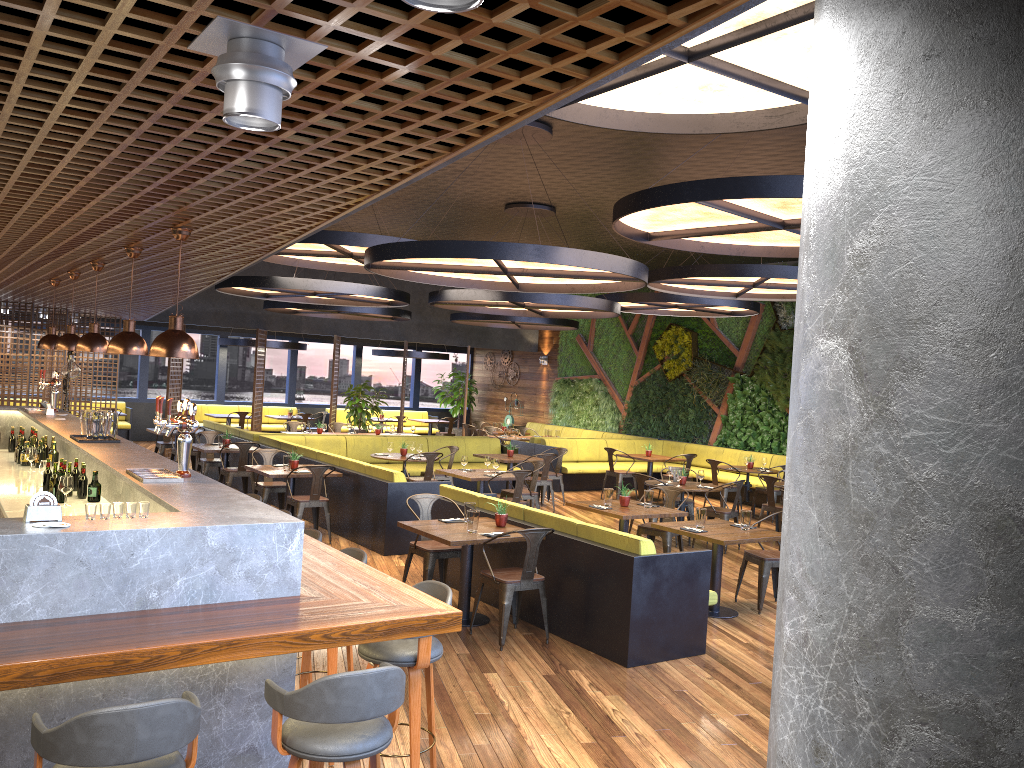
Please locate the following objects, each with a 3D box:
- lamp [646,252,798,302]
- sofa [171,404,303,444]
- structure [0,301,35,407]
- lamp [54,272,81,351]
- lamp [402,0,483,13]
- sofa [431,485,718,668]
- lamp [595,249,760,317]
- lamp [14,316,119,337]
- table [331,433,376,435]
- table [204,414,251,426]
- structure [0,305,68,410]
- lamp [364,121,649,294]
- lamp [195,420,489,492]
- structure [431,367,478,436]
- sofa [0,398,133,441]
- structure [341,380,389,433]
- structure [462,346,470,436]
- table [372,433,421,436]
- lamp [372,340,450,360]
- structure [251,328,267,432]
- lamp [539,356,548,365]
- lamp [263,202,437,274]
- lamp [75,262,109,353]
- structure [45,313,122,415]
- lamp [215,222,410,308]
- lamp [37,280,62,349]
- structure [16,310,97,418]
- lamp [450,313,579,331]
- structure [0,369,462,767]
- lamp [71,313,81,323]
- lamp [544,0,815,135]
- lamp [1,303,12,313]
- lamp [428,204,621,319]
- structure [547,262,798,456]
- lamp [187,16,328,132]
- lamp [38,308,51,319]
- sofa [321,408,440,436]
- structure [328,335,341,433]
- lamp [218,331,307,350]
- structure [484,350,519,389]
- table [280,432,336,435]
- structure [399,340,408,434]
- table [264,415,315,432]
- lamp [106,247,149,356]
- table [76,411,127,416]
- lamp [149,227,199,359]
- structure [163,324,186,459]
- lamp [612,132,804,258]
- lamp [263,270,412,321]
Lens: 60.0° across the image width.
[{"bbox_3d":[3.167,-1.792,11.493,2.778,1.159,2.778,4,1,33],"label":"lamp"},{"bbox_3d":[-6.583,0.995,21.529,3.061,0.914,0.966,3,1,-34],"label":"sofa"},{"bbox_3d":[-7.930,0.094,13.300,1.319,2.700,0.050,3,1,-4],"label":"structure"},{"bbox_3d":[-3.789,-0.624,7.636,0.250,0.673,0.250,3,1,-2],"label":"lamp"},{"bbox_3d":[-0.091,-0.602,1.177,0.228,0.172,0.228,3,1,-34],"label":"lamp"},{"bbox_3d":[0.394,1.541,7.897,0.966,0.914,3.061,3,1,-34],"label":"sofa"},{"bbox_3d":[2.846,-1.845,15.210,2.778,1.159,2.778,3,1,-44],"label":"lamp"},{"bbox_3d":[-9.075,-2.112,18.268,1.979,2.172,1.979,3,1,-28],"label":"lamp"},{"bbox_3d":[-2.903,1.338,16.680,0.906,0.763,0.887,3,1,-34],"label":"table"},{"bbox_3d":[-6.406,1.095,20.065,0.887,0.763,0.906,3,1,-34],"label":"table"},{"bbox_3d":[-8.019,0.078,14.500,1.319,2.700,0.050,3,1,-4],"label":"structure"},{"bbox_3d":[-0.015,-1.782,8.775,2.778,1.475,2.778,4,1,20],"label":"lamp"},{"bbox_3d":[-4.869,0.258,14.808,9.057,2.714,3.017,3,1,-34],"label":"lamp"},{"bbox_3d":[-1.518,0.636,24.755,1.493,2.184,1.272,3,1,-34],"label":"structure"},{"bbox_3d":[-9.946,0.812,19.236,3.061,0.914,0.966,3,1,-34],"label":"sofa"},{"bbox_3d":[-3.306,0.790,19.288,0.993,1.763,1.166,4,1,26],"label":"structure"},{"bbox_3d":[-1.130,0.431,21.535,0.050,2.700,0.852,3,1,-4],"label":"structure"},{"bbox_3d":[-2.160,1.378,17.193,0.906,0.763,0.887,3,1,-34],"label":"table"},{"bbox_3d":[-2.535,-1.759,22.727,1.979,2.172,1.979,4,1,41],"label":"lamp"},{"bbox_3d":[-5.339,0.202,18.665,0.050,2.700,0.852,3,1,-4],"label":"structure"},{"bbox_3d":[0.781,-0.607,22.794,0.189,0.215,0.215,3,1,-34],"label":"lamp"},{"bbox_3d":[-1.943,-2.096,10.933,2.778,1.159,2.778,4,1,16],"label":"lamp"},{"bbox_3d":[-3.141,-0.576,6.683,0.250,0.673,0.250,3,1,-2],"label":"lamp"},{"bbox_3d":[-8.195,0.045,16.901,1.319,2.700,0.050,3,1,-4],"label":"structure"},{"bbox_3d":[-2.849,-1.992,12.987,2.778,1.475,2.778,3,1,-30],"label":"lamp"},{"bbox_3d":[-4.467,-0.674,8.636,0.250,0.673,0.250,3,1,-2],"label":"lamp"},{"bbox_3d":[-8.107,0.061,15.700,1.319,2.700,0.050,3,1,-4],"label":"structure"},{"bbox_3d":[0.091,-1.946,19.174,2.778,1.362,2.778,4,1,20],"label":"lamp"},{"bbox_3d":[-3.904,0.398,6.590,2.700,2.700,9.298,3,1,-34],"label":"structure"},{"bbox_3d":[-8.032,-1.221,16.332,0.228,0.172,0.228,3,1,-34],"label":"lamp"},{"bbox_3d":[0.809,-1.925,3.924,1.979,1.093,1.979,4,1,19],"label":"lamp"},{"bbox_3d":[-7.942,-1.193,13.874,0.228,0.172,0.228,3,1,-34],"label":"lamp"},{"bbox_3d":[0.221,-1.805,12.875,2.778,1.475,2.778,4,1,15],"label":"lamp"},{"bbox_3d":[3.586,-0.207,18.665,0.918,4.593,9.182,3,1,-35],"label":"structure"},{"bbox_3d":[-0.545,-0.636,1.876,0.228,0.172,0.228,3,1,-34],"label":"lamp"},{"bbox_3d":[-7.971,-1.206,15.097,0.228,0.172,0.228,3,1,-34],"label":"lamp"},{"bbox_3d":[-3.455,1.165,23.661,3.061,0.914,0.966,3,1,-34],"label":"sofa"},{"bbox_3d":[-3.936,0.278,19.622,0.050,2.700,0.852,3,1,-4],"label":"structure"},{"bbox_3d":[-5.711,-1.929,20.561,1.979,2.172,1.979,4,1,11],"label":"lamp"},{"bbox_3d":[-0.319,-0.450,24.495,0.058,1.178,1.791,3,1,-34],"label":"structure"},{"bbox_3d":[-3.651,1.297,16.170,0.906,0.763,0.887,3,1,-34],"label":"table"},{"bbox_3d":[-2.533,0.354,20.578,0.050,2.700,0.852,3,1,-4],"label":"structure"},{"bbox_3d":[-5.251,1.158,20.856,0.906,0.763,0.887,3,1,-34],"label":"table"},{"bbox_3d":[-2.413,-0.522,5.610,0.250,0.673,0.250,3,1,-2],"label":"lamp"},{"bbox_3d":[-8.634,0.974,18.545,0.887,0.763,0.906,3,1,-34],"label":"table"},{"bbox_3d":[-1.743,-0.473,4.624,0.250,0.673,0.250,4,1,43],"label":"lamp"},{"bbox_3d":[-6.743,0.126,17.708,0.050,2.700,0.852,3,1,-4],"label":"structure"},{"bbox_3d":[2.247,-1.809,7.234,2.778,1.159,2.778,3,1,1],"label":"lamp"},{"bbox_3d":[-3.280,-2.054,16.976,2.778,1.475,2.778,3,1,-34],"label":"lamp"}]
